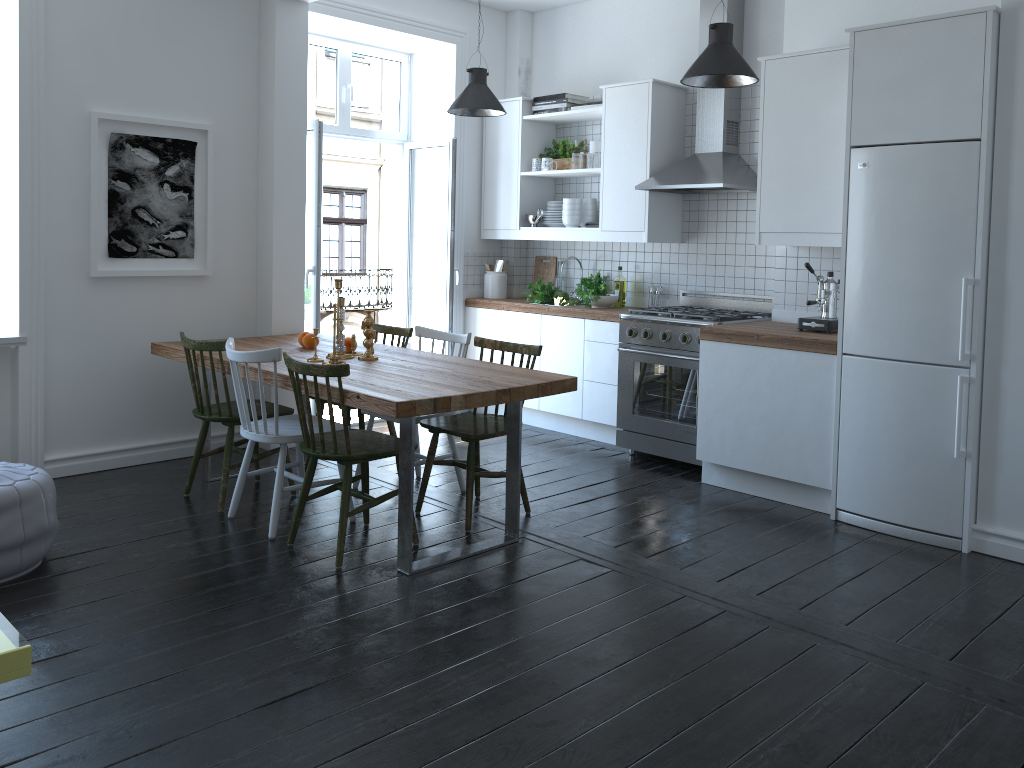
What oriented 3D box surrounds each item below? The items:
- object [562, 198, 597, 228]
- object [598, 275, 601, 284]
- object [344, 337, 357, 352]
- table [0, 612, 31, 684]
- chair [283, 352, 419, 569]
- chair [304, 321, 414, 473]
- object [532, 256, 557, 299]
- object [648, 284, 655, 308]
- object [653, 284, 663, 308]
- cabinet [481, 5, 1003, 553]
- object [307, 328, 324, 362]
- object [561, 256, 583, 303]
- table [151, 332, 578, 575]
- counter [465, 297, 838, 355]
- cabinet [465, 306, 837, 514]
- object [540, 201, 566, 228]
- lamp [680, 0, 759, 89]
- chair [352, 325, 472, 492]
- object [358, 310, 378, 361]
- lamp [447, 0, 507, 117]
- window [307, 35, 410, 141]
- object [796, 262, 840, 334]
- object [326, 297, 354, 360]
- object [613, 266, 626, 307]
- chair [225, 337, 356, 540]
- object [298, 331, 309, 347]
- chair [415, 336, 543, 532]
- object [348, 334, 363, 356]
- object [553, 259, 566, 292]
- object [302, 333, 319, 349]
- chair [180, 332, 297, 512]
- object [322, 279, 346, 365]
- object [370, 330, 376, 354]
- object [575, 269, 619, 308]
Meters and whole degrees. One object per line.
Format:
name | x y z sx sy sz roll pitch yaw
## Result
object | 0.483 -1.217 6.268 0.150 0.215 0.310 6 8 43
object | 0.624 -0.688 6.356 0.085 0.229 0.086 2 3 10
object | -0.866 -0.208 4.680 0.085 0.083 0.090 -2 7 -32
table | -1.774 0.716 2.248 0.603 0.396 1.411 -6 11 -44
chair | -0.691 0.284 3.749 0.470 0.822 0.487 5 6 44
chair | -0.855 0.085 4.949 0.470 0.822 0.487 5 6 44
object | 0.250 -0.818 6.785 0.041 0.328 0.221 -1 5 -44
object | 0.960 -0.600 6.024 0.059 0.171 0.059 -1 4 -31
object | 0.988 -0.590 5.965 0.059 0.171 0.059 -1 4 -31
cabinet | 1.051 -0.724 5.441 0.781 2.353 3.819 -1 7 -41
object | -0.959 -0.190 4.301 0.080 0.159 0.081 2 4 2
object | 0.483 -0.748 6.383 0.189 0.350 0.276 3 5 22
table | -0.852 0.226 4.417 1.022 0.710 2.243 -6 11 -44
counter | 0.793 -0.421 5.667 0.850 0.073 3.122 -8 13 -44
cabinet | 0.829 0.004 5.722 0.730 0.807 3.211 -3 10 -36
object | 0.358 -1.242 6.472 0.307 0.193 0.302 -6 10 -43
lamp | 1.044 -1.971 4.366 0.386 0.934 0.387 -1 4 -36
chair | -0.491 0.137 4.632 0.511 0.837 0.469 -3 6 -45
object | -0.719 -0.245 4.411 0.100 0.246 0.101 0 4 -21
lamp | -1.003 -1.612 6.540 0.493 2.493 2.719 -1 6 -44
window | -1.211 -2.155 6.411 1.185 0.653 0.106 -6 7 -44
object | 1.640 -0.461 4.674 0.354 0.367 0.207 -4 7 -44
object | -0.866 -0.285 4.449 0.140 0.309 0.141 1 4 -2
object | 0.753 -0.683 6.165 0.066 0.281 0.066 4 4 40
chair | -1.055 0.216 4.066 0.511 0.837 0.469 -3 6 -45
object | -1.134 -0.245 4.842 0.088 0.089 0.084 6 7 35
chair | -0.159 0.212 4.270 0.470 0.822 0.487 5 6 44
object | -0.825 -0.208 4.580 0.103 0.113 0.103 5 6 31
object | 0.360 -0.784 6.630 0.098 0.316 0.098 -2 4 -45
object | -1.089 -0.231 4.771 0.091 0.087 0.084 -1 6 -18
chair | -1.387 0.157 4.428 0.470 0.822 0.487 5 6 44
object | -0.844 -0.293 4.192 0.113 0.408 0.114 2 3 7
object | -0.718 -0.206 4.509 0.049 0.138 0.049 -2 5 -45
object | 0.575 -0.656 6.021 0.273 0.267 0.340 6 8 35
